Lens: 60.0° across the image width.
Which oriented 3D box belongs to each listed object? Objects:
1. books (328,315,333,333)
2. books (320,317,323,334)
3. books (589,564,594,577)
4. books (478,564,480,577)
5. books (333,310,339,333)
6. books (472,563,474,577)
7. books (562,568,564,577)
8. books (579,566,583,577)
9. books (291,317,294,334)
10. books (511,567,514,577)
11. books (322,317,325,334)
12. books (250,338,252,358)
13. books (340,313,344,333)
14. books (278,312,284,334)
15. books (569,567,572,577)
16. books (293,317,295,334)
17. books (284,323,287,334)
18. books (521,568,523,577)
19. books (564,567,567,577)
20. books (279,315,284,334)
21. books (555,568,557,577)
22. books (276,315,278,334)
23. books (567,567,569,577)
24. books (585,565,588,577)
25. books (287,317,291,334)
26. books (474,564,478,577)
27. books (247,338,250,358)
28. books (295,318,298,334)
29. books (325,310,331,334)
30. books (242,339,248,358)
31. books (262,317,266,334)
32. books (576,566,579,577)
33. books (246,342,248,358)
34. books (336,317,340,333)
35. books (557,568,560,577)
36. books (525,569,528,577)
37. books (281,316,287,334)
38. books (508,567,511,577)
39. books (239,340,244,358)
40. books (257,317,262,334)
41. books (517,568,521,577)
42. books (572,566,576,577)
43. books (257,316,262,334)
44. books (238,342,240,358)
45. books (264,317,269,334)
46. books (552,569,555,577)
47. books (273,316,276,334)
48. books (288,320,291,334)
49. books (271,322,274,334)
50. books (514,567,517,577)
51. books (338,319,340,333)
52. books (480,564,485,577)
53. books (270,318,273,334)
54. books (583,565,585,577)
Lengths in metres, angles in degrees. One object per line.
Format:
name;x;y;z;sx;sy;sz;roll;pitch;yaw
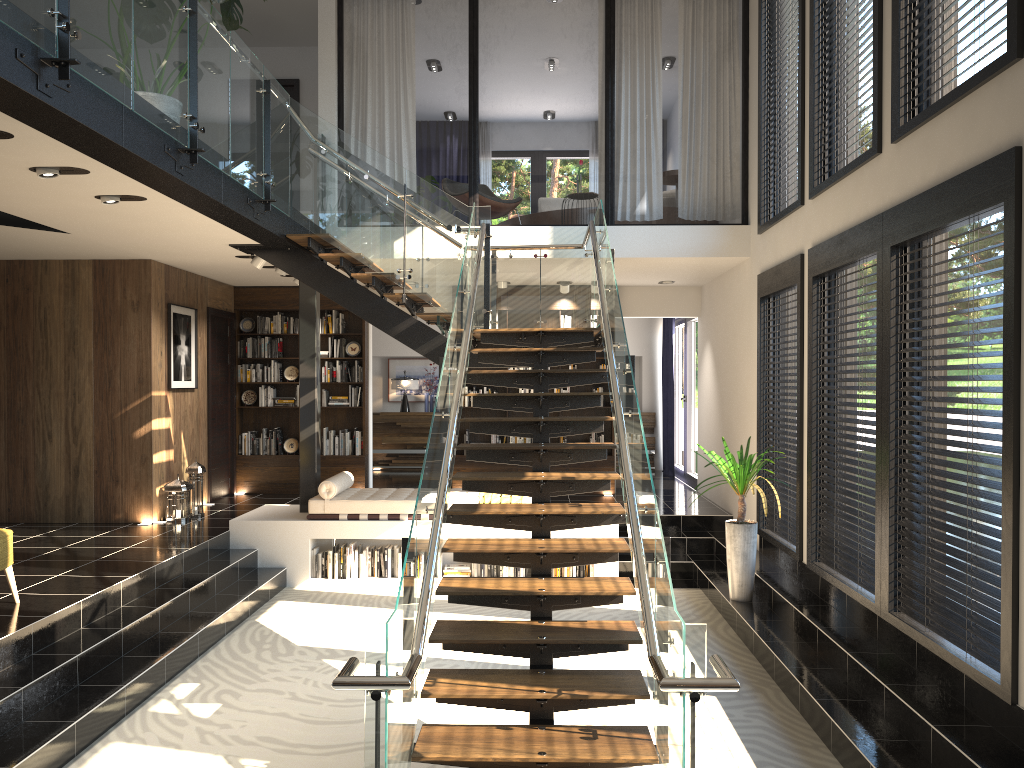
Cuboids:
books;-2.356;-0.776;11.604;0.064;0.247;0.209;0;0;2
books;-2.492;-0.758;11.595;0.034;0.211;0.206;0;0;2
books;0.778;1.768;8.699;0.037;0.264;0.272;0;0;2
books;-0.322;1.788;8.773;0.027;0.226;0.165;0;0;2
books;-2.296;-0.803;11.554;0.017;0.302;0.266;0;0;2
books;-0.378;1.770;8.785;0.026;0.263;0.156;0;1;2
books;0.502;1.793;8.742;0.022;0.216;0.137;0;1;2
books;0.682;1.764;8.720;0.030;0.273;0.185;0;1;2
books;-2.856;-0.758;11.593;0.027;0.212;0.180;0;0;2
books;0.005;1.785;8.757;0.028;0.231;0.158;0;1;2
books;-2.454;-0.764;11.609;0.042;0.223;0.163;0;0;2
books;-3.384;-0.472;11.589;0.022;0.267;0.197;0;0;2
books;-2.217;-0.783;11.565;0.013;0.262;0.217;0;0;2
books;-3.016;-0.791;11.564;0.012;0.278;0.228;0;0;2
books;0.578;1.758;8.739;0.039;0.284;0.199;0;0;2
books;-2.823;-0.759;11.584;0.039;0.212;0.172;0;0;2
books;-2.948;-0.727;11.620;0.040;0.149;0.125;0;0;2
books;0.096;1.773;8.734;0.019;0.256;0.186;0;0;2
books;0.524;1.778;8.708;0.024;0.246;0.211;0;0;2
books;-2.999;-0.775;11.588;0.020;0.245;0.228;0;0;2
books;0.430;1.758;8.733;0.025;0.285;0.164;0;1;2
books;-3.035;-0.772;11.565;0.025;0.239;0.220;0;0;2
books;0.547;1.777;8.713;0.021;0.248;0.197;0;0;2
books;0.739;1.757;8.737;0.043;0.287;0.147;0;1;2
books;-2.913;-0.761;11.608;0.030;0.217;0.165;0;0;2
books;-0.351;1.765;8.757;0.030;0.273;0.168;0;1;2
books;-3.412;-0.466;11.593;0.035;0.255;0.183;0;0;2
books;-2.792;-0.754;11.569;0.023;0.202;0.201;0;0;2
books;-2.397;-0.804;11.563;0.015;0.303;0.252;0;0;2
books;-3.486;-0.466;11.622;0.066;0.255;0.127;0;1;1
books;-3.232;-0.764;11.599;0.026;0.222;0.202;0;0;2
books;0.646;1.736;8.732;0.042;0.328;0.205;0;1;2
books;-3.441;-0.441;11.596;0.025;0.204;0.192;0;0;2
books;-2.267;-0.761;11.615;0.037;0.218;0.144;0;1;2
books;0.454;1.776;8.710;0.025;0.249;0.208;0;0;2
books;0.162;1.754;8.761;0.066;0.294;0.142;0;1;2
books;-2.978;-0.770;11.598;0.020;0.235;0.206;0;0;2
books;-0.022;1.788;8.775;0.026;0.226;0.132;0;1;2
books;-3.531;-0.454;11.604;0.023;0.231;0.143;0;1;2
books;-3.277;-0.760;11.574;0.024;0.216;0.210;0;0;2
books;0.068;1.774;8.734;0.036;0.253;0.178;0;0;2
books;0.611;1.758;8.719;0.028;0.285;0.210;0;0;2
books;-3.297;-0.769;11.612;0.017;0.234;0.200;0;0;2
books;-3.553;-0.446;11.623;0.023;0.215;0.148;0;0;2
books;-3.189;-0.760;11.605;0.059;0.216;0.159;0;0;2
books;0.407;1.749;8.736;0.021;0.302;0.167;0;1;2
books;-3.066;-0.768;11.579;0.039;0.230;0.205;0;0;2
books;-2.884;-0.739;11.575;0.029;0.172;0.187;0;0;2
books;-3.103;-0.730;11.598;0.035;0.156;0.186;0;0;2
books;0.035;1.742;8.751;0.033;0.318;0.152;0;1;2
books;-2.236;-0.745;11.589;0.027;0.186;0.220;0;0;2
books;-0.288;1.743;8.743;0.043;0.316;0.209;0;1;2
books;-3.133;-0.754;11.626;0.025;0.203;0.156;0;0;2
books;0.707;1.773;8.732;0.019;0.255;0.180;0;0;2
